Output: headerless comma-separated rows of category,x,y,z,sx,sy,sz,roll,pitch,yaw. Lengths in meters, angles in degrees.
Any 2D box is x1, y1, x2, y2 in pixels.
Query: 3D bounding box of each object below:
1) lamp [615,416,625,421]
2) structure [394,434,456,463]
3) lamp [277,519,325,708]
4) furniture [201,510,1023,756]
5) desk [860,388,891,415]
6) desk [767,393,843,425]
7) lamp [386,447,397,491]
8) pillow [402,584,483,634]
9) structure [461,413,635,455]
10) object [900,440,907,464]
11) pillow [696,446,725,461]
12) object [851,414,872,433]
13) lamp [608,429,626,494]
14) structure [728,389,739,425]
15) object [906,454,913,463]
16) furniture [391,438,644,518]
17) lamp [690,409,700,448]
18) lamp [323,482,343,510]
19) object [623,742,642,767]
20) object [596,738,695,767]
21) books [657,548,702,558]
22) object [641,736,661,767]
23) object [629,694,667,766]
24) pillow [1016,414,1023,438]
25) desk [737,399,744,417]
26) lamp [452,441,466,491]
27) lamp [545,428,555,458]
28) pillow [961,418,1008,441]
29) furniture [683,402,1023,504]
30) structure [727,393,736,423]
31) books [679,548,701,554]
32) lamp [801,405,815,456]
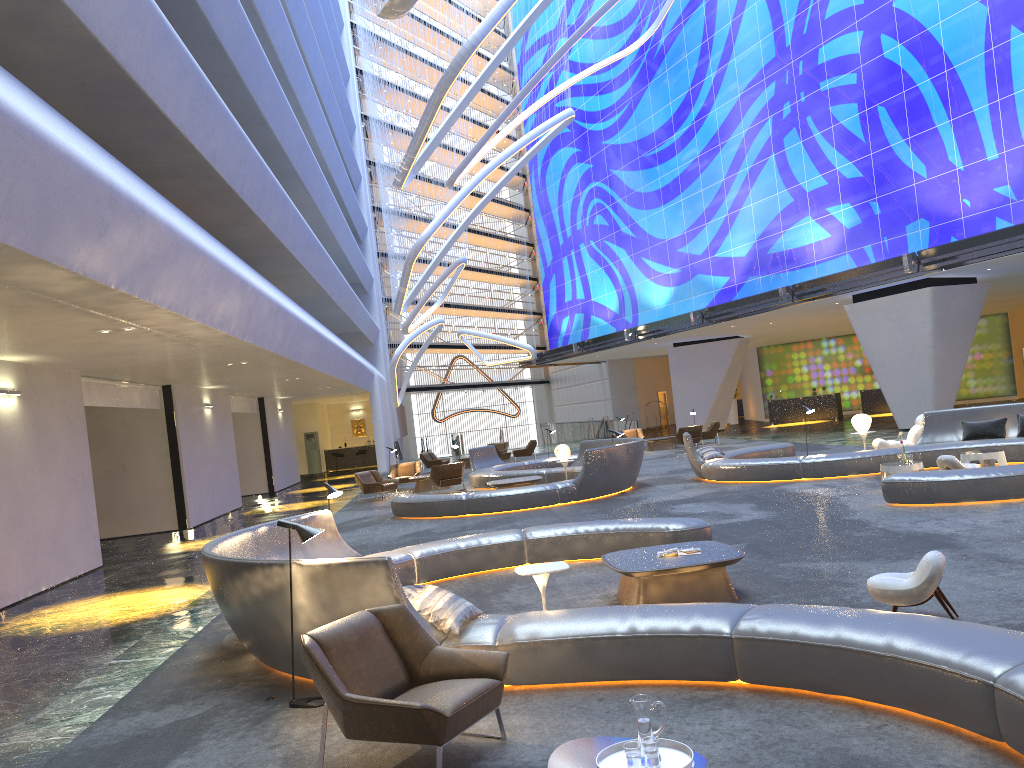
lamp,3.913,1.793,31.830,0.384,1.300,0.201,-7,0,13
structure,-4.764,7.257,54.666,3.016,8.238,19.843,-7,-2,-5
lamp,-1.422,1.565,6.116,0.384,1.300,0.202,-7,0,-5
furniture,0.145,1.520,6.109,5.182,0.969,9.936,-6,-2,-8
desk,16.613,0.634,37.992,2.983,1.097,0.812,-8,-1,32
desk,12.912,1.098,39.089,2.983,1.097,0.812,-8,-1,34
lamp,-3.443,2.440,25.614,0.384,1.300,0.201,-7,0,13
pillow,-0.566,1.566,6.286,0.691,0.262,0.879,-5,-2,-42
structure,1.576,6.588,55.607,9.301,8.398,19.747,-7,-2,-5
object,5.916,1.023,13.361,0.066,0.356,0.077,-7,0,-37
pillow,4.079,1.428,18.433,0.692,0.262,0.877,-7,-2,4
object,7.218,0.810,18.298,0.366,0.387,0.318,-6,-1,-22
lamp,2.122,1.536,17.706,0.384,1.300,0.201,-7,0,13
structure,11.138,1.015,44.818,1.020,2.051,0.774,-6,0,-26
object,6.045,1.131,13.461,0.071,0.118,0.151,-7,-1,6
furniture,0.772,1.946,21.240,5.189,0.969,9.923,-7,-2,12
lamp,5.995,1.460,29.022,0.202,1.300,0.384,-7,0,12
lamp,-2.018,1.766,10.131,0.385,1.300,0.201,-7,0,45
object,0.467,1.442,3.396,0.071,0.118,0.071,-6,0,-22
object,0.522,1.482,3.482,0.381,0.038,0.381,-6,-2,-13
books,1.523,1.527,8.095,0.395,0.039,0.301,-7,-2,9
object,0.540,1.435,3.427,0.071,0.118,0.071,-6,-1,-37
object,0.541,1.370,3.524,0.130,0.252,0.103,-6,0,-22
pillow,8.960,0.701,15.089,0.281,0.417,0.761,-6,-1,-36
desk,13.901,1.509,55.075,2.983,1.097,0.812,-8,-1,34
lamp,-1.361,2.107,22.805,0.202,1.300,0.384,-7,0,12
lamp,1.149,1.918,25.898,0.384,1.300,0.201,-7,0,13
pillow,8.340,0.815,15.672,0.770,0.369,0.294,-8,-1,40
furniture,6.753,1.081,16.011,5.181,0.969,9.939,-6,-2,-13
structure,11.455,1.048,46.932,0.771,2.051,1.024,-6,0,-34
books,1.619,1.521,8.063,0.133,0.012,0.189,-6,-2,-15
lamp,6.266,1.088,18.658,0.201,1.300,0.385,-7,0,-29
